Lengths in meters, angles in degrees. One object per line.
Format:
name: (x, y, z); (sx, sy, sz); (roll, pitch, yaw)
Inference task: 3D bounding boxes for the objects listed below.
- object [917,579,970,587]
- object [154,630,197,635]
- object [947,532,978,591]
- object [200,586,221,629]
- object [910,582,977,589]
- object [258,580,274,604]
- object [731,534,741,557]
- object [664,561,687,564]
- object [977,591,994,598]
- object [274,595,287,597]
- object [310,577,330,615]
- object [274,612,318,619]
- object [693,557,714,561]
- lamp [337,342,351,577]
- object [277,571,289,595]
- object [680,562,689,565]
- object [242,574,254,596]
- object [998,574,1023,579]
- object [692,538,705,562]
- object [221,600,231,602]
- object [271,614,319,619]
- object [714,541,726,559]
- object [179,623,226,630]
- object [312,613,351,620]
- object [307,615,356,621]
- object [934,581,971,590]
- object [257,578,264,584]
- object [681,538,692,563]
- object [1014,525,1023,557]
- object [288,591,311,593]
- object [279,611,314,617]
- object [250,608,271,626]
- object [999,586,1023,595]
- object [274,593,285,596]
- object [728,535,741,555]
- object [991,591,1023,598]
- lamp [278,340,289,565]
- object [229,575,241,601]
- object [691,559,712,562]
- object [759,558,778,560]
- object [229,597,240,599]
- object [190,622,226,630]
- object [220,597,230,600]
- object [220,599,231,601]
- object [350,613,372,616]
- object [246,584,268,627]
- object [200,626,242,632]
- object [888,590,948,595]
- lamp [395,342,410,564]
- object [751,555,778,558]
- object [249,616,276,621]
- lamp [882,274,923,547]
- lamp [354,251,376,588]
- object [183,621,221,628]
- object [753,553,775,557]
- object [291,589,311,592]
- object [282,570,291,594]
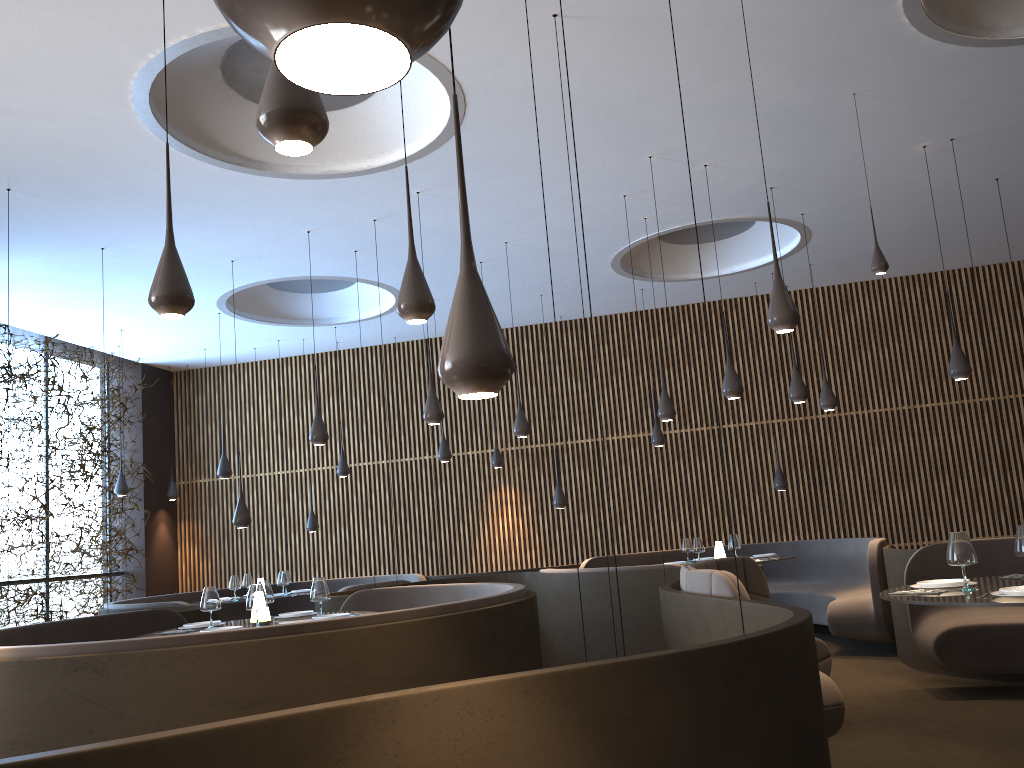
object: (2.334, 1.082, 4.797); (0.263, 0.029, 0.264); (4, -13, -40)
object: (-2.350, 1.734, 6.189); (0.262, 0.017, 0.127); (-7, -10, 13)
object: (2.329, 0.916, 4.586); (0.142, 0.294, 0.142); (-6, -9, 10)
object: (-2.143, 1.592, 6.308); (0.142, 0.294, 0.142); (-1, -9, -22)
object: (2.335, 1.091, 4.796); (0.332, 0.014, 0.333); (5, -14, -44)
object: (-1.868, 1.636, 6.692); (0.142, 0.294, 0.142); (-10, -10, 32)
object: (2.694, 1.960, 10.695); (0.142, 0.294, 0.142); (3, -12, -41)
object: (1.900, 2.088, 10.313); (0.263, 0.029, 0.264); (-8, -10, 18)
object: (2.374, 0.959, 4.057); (0.204, 0.012, 0.412); (4, -14, -43)
object: (-2.872, 2.561, 10.682); (0.332, 0.014, 0.333); (-4, -10, -3)
object: (-1.377, 1.537, 6.361); (0.142, 0.294, 0.142); (-2, -9, -18)
object: (-1.645, 1.770, 6.770); (0.332, 0.014, 0.332); (-10, -11, 28)
object: (2.346, 2.142, 10.829); (0.263, 0.029, 0.264); (4, -14, -43)
lamp: (-2.515, 2.423, 13.648); (0.196, 6.252, 0.196); (-9, -9, 26)
object: (-2.824, 2.461, 10.926); (0.142, 0.294, 0.142); (-5, -9, 4)
object: (1.901, 2.098, 10.312); (0.332, 0.014, 0.333); (-5, -10, -1)
object: (-3.403, 2.597, 11.421); (0.142, 0.294, 0.142); (-7, -9, 11)
object: (2.888, 1.099, 5.062); (0.262, 0.017, 0.127); (4, -13, -42)
object: (2.137, 1.911, 10.154); (0.142, 0.294, 0.142); (-5, -9, -1)
object: (-3.474, 2.600, 10.574); (0.262, 0.017, 0.127); (0, -11, -27)
object: (-1.640, 1.771, 6.769); (0.411, 0.012, 0.205); (-8, -10, 18)
object: (2.420, 1.951, 10.339); (0.142, 0.231, 0.145); (-5, -9, 3)
object: (-2.262, 1.770, 6.477); (0.332, 0.014, 0.333); (-8, -11, 19)
object: (-1.250, 1.618, 6.144); (0.263, 0.029, 0.264); (-10, -11, 26)
object: (-1.250, 1.627, 6.143); (0.332, 0.014, 0.333); (-8, -11, 20)
object: (2.337, 1.093, 4.800); (0.205, 0.012, 0.411); (-13, -13, 40)
object: (-3.159, 2.561, 11.160); (0.142, 0.231, 0.145); (-3, -9, -9)
object: (2.104, 1.999, 10.636); (0.142, 0.294, 0.142); (-13, -12, 42)
object: (2.832, 0.920, 4.850); (0.142, 0.294, 0.142); (1, -10, -32)
object: (-2.707, 2.675, 11.410); (0.332, 0.014, 0.333); (-4, -10, -4)
object: (-1.646, 1.761, 6.771); (0.263, 0.029, 0.264); (-6, -10, 6)
object: (-1.786, 1.590, 6.290); (0.142, 0.231, 0.145); (-9, -10, 26)
object: (2.377, 0.947, 4.055); (0.263, 0.029, 0.264); (-8, -10, 15)
object: (-2.872, 2.552, 10.684); (0.263, 0.029, 0.264); (-8, -10, 16)
object: (2.555, 1.879, 10.171); (0.142, 0.294, 0.142); (-12, -11, 38)
object: (2.378, 0.957, 4.054); (0.332, 0.014, 0.333); (-7, -10, 12)
lamp: (-3.335, 2.411, 13.190); (0.196, 6.252, 0.196); (-9, -9, 26)
object: (-3.380, 2.487, 10.808); (0.142, 0.294, 0.142); (-6, -9, 6)
object: (2.347, 2.151, 10.827); (0.332, 0.014, 0.333); (4, -13, -39)
object: (2.841, 1.940, 9.821); (0.126, 0.017, 0.263); (-4, -10, -6)
object: (-3.613, 2.771, 11.481); (0.126, 0.017, 0.263); (2, -12, -32)
object: (-2.262, 1.772, 6.481); (0.204, 0.012, 0.412); (-6, -10, 8)
object: (-3.592, 2.641, 10.851); (0.263, 0.029, 0.264); (4, -13, -42)
object: (-3.592, 2.651, 10.850); (0.332, 0.014, 0.333); (-6, -10, 8)
object: (-1.140, 1.674, 6.422); (0.262, 0.017, 0.127); (-8, -10, 17)
object: (-1.694, 1.481, 5.892); (0.142, 0.294, 0.142); (0, -10, -27)
object: (-1.888, 1.604, 5.761); (0.263, 0.029, 0.264); (-9, -11, 25)
object: (2.105, 1.083, 4.599); (0.126, 0.017, 0.263); (5, -14, -44)
lamp: (-1.602, 2.346, 13.642); (0.196, 6.252, 0.196); (-11, -10, 36)
object: (2.968, 2.027, 10.418); (0.332, 0.014, 0.333); (-4, -10, -4)
object: (-1.914, 1.823, 6.899); (0.126, 0.017, 0.262); (-9, -11, 22)
lamp: (3.762, 1.794, 8.015); (0.196, 6.252, 0.196); (1, -10, -33)
lamp: (-1.490, 1.598, 9.445); (0.196, 6.252, 0.196); (3, -12, -43)
object: (-2.263, 1.761, 6.478); (0.263, 0.029, 0.264); (-1, -11, -22)
object: (2.967, 2.018, 10.419); (0.263, 0.029, 0.264); (-8, -10, 15)
object: (-2.708, 2.666, 11.411); (0.263, 0.029, 0.264); (-5, -10, 0)
object: (-2.937, 2.573, 11.506); (0.142, 0.294, 0.142); (1, -11, -35)
